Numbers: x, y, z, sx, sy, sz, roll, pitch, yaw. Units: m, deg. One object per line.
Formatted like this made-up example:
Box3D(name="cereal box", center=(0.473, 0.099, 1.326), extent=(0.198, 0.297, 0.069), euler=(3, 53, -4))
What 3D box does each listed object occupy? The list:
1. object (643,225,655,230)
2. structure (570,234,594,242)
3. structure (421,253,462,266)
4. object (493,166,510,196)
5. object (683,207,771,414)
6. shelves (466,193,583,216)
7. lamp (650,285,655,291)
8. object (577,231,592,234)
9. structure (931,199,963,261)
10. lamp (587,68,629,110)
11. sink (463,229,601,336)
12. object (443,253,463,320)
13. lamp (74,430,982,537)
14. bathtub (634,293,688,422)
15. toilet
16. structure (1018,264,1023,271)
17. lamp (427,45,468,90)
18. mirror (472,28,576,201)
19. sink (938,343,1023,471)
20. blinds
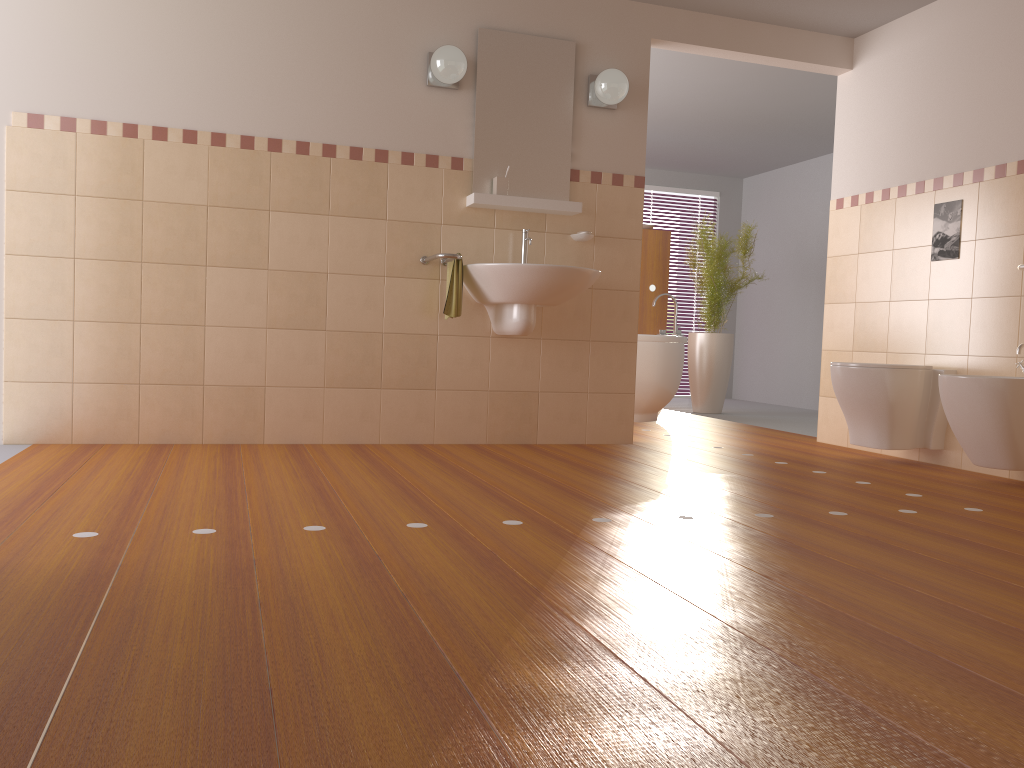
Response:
Box3D(name="object", center=(1.094, -1.286, 7.341), extent=(0.173, 0.046, 0.173), euler=(1, 3, -18))
Box3D(name="structure", center=(0.360, -0.735, 4.462), extent=(0.117, 0.029, 0.092), euler=(1, 3, -18))
Box3D(name="structure", center=(-0.322, -0.583, 4.125), extent=(0.142, 0.042, 0.333), euler=(1, 3, -18))
Box3D(name="object", center=(-0.052, -0.978, 4.283), extent=(0.063, 0.149, 0.073), euler=(1, 3, -18))
Box3D(name="object", center=(1.695, -0.542, 7.054), extent=(0.683, 1.557, 1.335), euler=(3, 3, 14))
Box3D(name="shelves", center=(0.061, -0.876, 4.334), extent=(0.554, 0.050, 0.138), euler=(1, 3, -18))
Box3D(name="lamp", center=(0.618, -0.796, 7.079), extent=(1.169, 0.052, 0.001), euler=(1, 3, -18))
Box3D(name="object", center=(0.363, -0.757, 4.462), extent=(0.075, 0.023, 0.050), euler=(4, 4, 37))
Box3D(name="structure", center=(2.088, -0.735, 4.263), extent=(0.005, 0.279, 0.170), euler=(1, 3, -18))
Box3D(name="lamp", center=(0.486, -1.469, 4.397), extent=(0.173, 0.173, 0.209), euler=(1, 3, -18))
Box3D(name="sink", center=(0.107, -0.483, 4.164), extent=(0.683, 0.516, 0.539), euler=(1, 3, -18))
Box3D(name="object", center=(-0.271, -0.454, 4.144), extent=(0.085, 0.306, 0.181), euler=(2, 3, -2))
Box3D(name="lamp", center=(-0.323, 0.316, 3.936), extent=(3.173, 0.001, 2.893), euler=(1, 3, -18))
Box3D(name="bathtub", center=(0.361, -0.220, 6.172), extent=(1.874, 0.900, 0.888), euler=(1, 3, -18))
Box3D(name="toilet", center=(1.790, 0.103, 4.281), extent=(0.534, 0.400, 0.375), euler=(1, 3, -18))
Box3D(name="structure", center=(2.228, -0.491, 3.688), extent=(0.091, 0.042, 0.295), euler=(1, 3, -18))
Box3D(name="lamp", center=(-0.299, -1.487, 4.143), extent=(0.173, 0.173, 0.209), euler=(1, 3, -18))
Box3D(name="mirror", center=(0.062, -1.311, 4.362), extent=(0.502, 0.799, 0.008), euler=(1, 3, -18))
Box3D(name="sink", center=(2.003, 0.085, 3.651), extent=(0.515, 0.517, 0.335), euler=(1, 3, -18))
Box3D(name="blinds", center=(-0.180, -0.936, 8.403), extent=(4.712, 2.022, 0.032), euler=(1, 3, -18))
